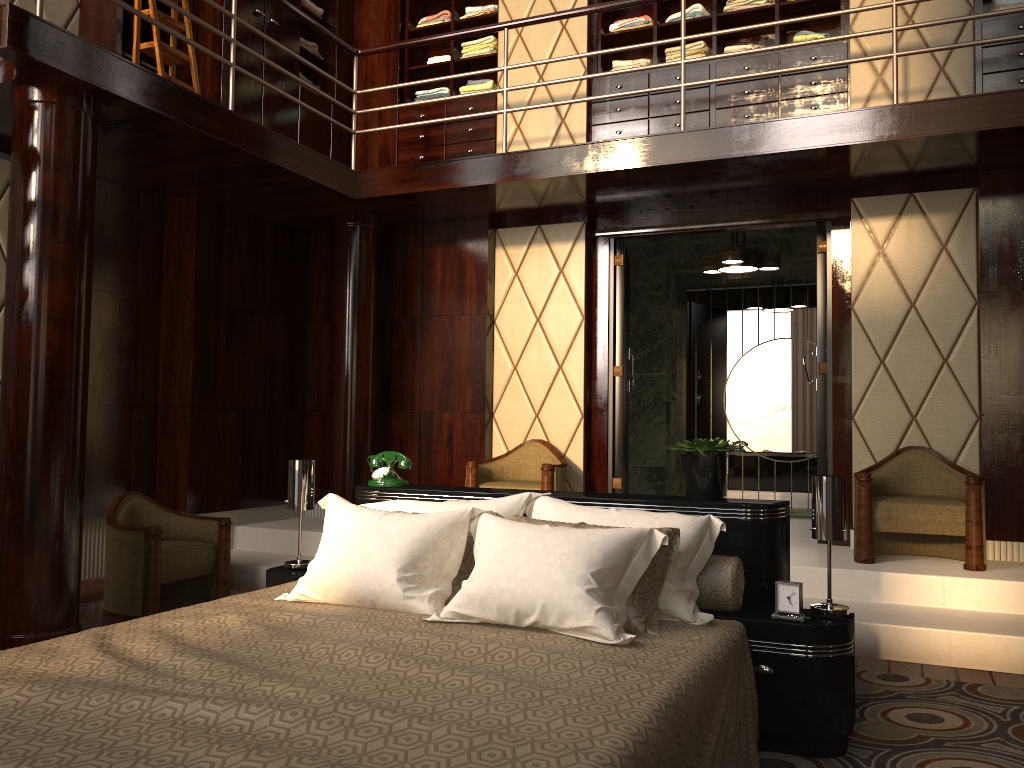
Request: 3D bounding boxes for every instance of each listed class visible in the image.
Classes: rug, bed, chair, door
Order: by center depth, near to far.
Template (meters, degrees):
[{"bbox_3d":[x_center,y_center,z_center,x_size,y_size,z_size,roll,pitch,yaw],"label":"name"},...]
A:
[{"bbox_3d":[-0.225,0.973,1.917,2.910,0.006,3.735,-1,-3,24],"label":"rug"},{"bbox_3d":[-0.298,0.652,2.095,1.985,0.660,2.381,-1,-3,24],"label":"bed"},{"bbox_3d":[1.953,0.576,4.274,0.571,0.550,0.462,-1,-3,24],"label":"chair"},{"bbox_3d":[-1.705,0.806,4.308,0.462,0.550,0.571,-1,-3,24],"label":"chair"},{"bbox_3d":[0.055,0.594,5.105,0.571,0.550,0.462,-1,-3,24],"label":"chair"},{"bbox_3d":[1.274,0.014,5.527,1.435,1.820,0.828,0,-3,22],"label":"door"}]

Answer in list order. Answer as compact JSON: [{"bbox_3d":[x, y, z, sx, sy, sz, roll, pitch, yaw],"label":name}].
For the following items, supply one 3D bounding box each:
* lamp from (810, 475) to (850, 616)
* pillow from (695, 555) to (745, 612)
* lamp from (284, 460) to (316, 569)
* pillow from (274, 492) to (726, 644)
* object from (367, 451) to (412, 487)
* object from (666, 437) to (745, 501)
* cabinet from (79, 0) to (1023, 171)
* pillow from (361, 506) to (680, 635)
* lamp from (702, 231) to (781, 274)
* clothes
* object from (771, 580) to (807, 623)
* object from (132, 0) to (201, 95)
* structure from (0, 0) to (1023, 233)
[{"bbox_3d":[0.908,0.456,2.535,0.106,0.385,0.109,-1,-3,31],"label":"lamp"},{"bbox_3d":[0.033,0.587,2.854,1.396,0.167,0.173,-1,-3,24],"label":"pillow"},{"bbox_3d":[-0.769,0.470,3.231,0.106,0.385,0.109,-1,-3,31],"label":"lamp"},{"bbox_3d":[-0.083,0.491,2.567,1.322,0.320,0.685,-1,-3,25],"label":"pillow"},{"bbox_3d":[-0.467,0.321,3.379,0.158,0.131,0.178,2,-3,-14],"label":"object"},{"bbox_3d":[0.633,0.275,2.896,0.256,0.205,0.241,0,-3,5],"label":"object"},{"bbox_3d":[0.954,-2.384,4.681,6.767,2.432,2.576,-1,-3,24],"label":"cabinet"},{"bbox_3d":[-0.070,0.514,2.532,1.123,0.271,0.293,-1,-3,24],"label":"pillow"},{"bbox_3d":[1.459,-0.923,5.886,0.515,0.347,0.467,3,-4,-36],"label":"lamp"},{"bbox_3d":[0.846,-2.378,5.517,4.996,0.954,0.818,0,-3,16],"label":"clothes"},{"bbox_3d":[0.766,0.601,2.454,0.088,0.103,0.034,-1,-4,32],"label":"object"},{"bbox_3d":[-1.767,-1.761,4.615,0.258,0.974,0.275,-1,-3,24],"label":"object"},{"bbox_3d":[0.421,-0.536,3.424,6.107,3.189,3.750,-1,-3,24],"label":"structure"}]
